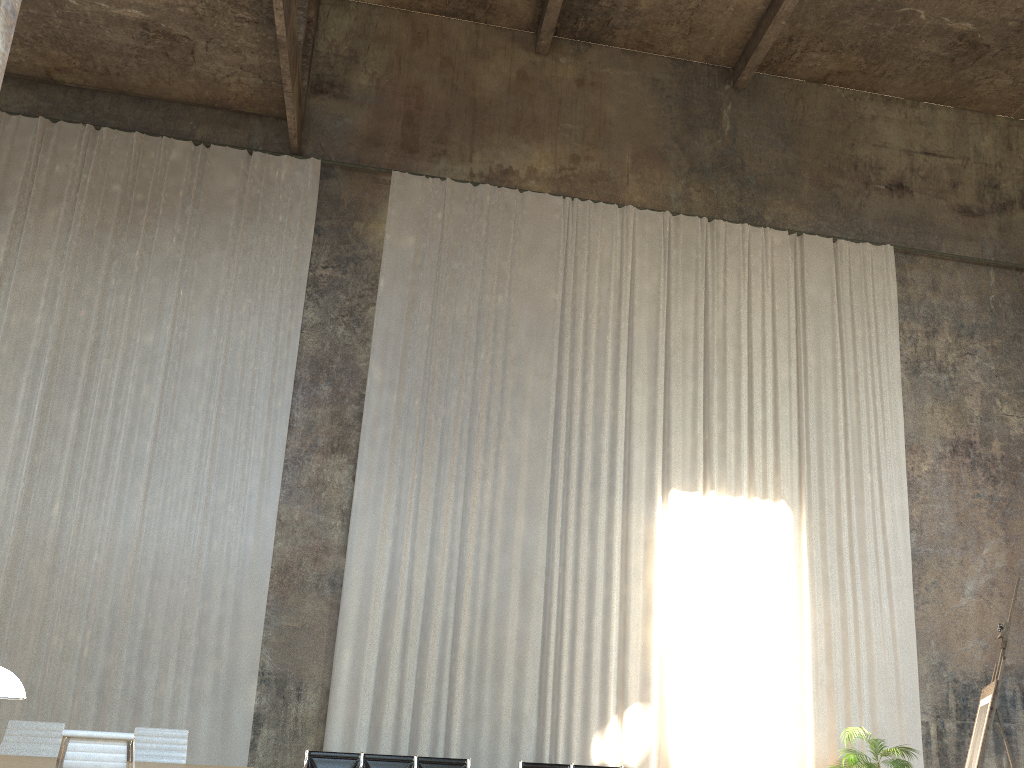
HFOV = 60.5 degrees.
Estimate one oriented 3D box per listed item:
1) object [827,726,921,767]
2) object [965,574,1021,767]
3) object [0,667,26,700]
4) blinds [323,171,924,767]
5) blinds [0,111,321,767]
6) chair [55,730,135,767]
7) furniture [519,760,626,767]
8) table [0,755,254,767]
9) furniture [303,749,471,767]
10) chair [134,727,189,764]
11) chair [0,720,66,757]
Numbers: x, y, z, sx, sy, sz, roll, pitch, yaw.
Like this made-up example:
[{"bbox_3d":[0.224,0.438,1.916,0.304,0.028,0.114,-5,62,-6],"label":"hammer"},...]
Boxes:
[{"bbox_3d":[4.446,4.927,10.679,1.135,1.405,1.127,9,-18,-17],"label":"object"},{"bbox_3d":[2.360,2.001,4.385,0.686,2.070,0.724,-3,-17,23],"label":"object"},{"bbox_3d":[-1.684,1.458,2.538,0.659,1.251,0.590,6,-16,-8],"label":"object"},{"bbox_3d":[1.806,1.448,11.859,7.835,8.347,0.284,6,-15,-8],"label":"blinds"},{"bbox_3d":[-6.708,0.448,10.586,7.835,8.347,0.284,6,-15,-8],"label":"blinds"},{"bbox_3d":[-2.621,2.703,5.515,0.665,0.989,0.725,4,-17,-3],"label":"chair"},{"bbox_3d":[1.014,4.671,9.742,1.872,0.814,0.734,7,-18,-8],"label":"furniture"},{"bbox_3d":[-5.771,2.726,5.699,7.714,0.733,1.661,7,-21,-8],"label":"table"},{"bbox_3d":[-1.338,4.394,9.390,1.872,0.814,0.734,7,-18,-8],"label":"furniture"},{"bbox_3d":[-2.422,2.163,4.094,31.503,0.996,13.443,7,-22,-8],"label":"chair"},{"bbox_3d":[-3.768,3.095,6.684,0.666,0.989,0.724,5,-17,-5],"label":"chair"}]
